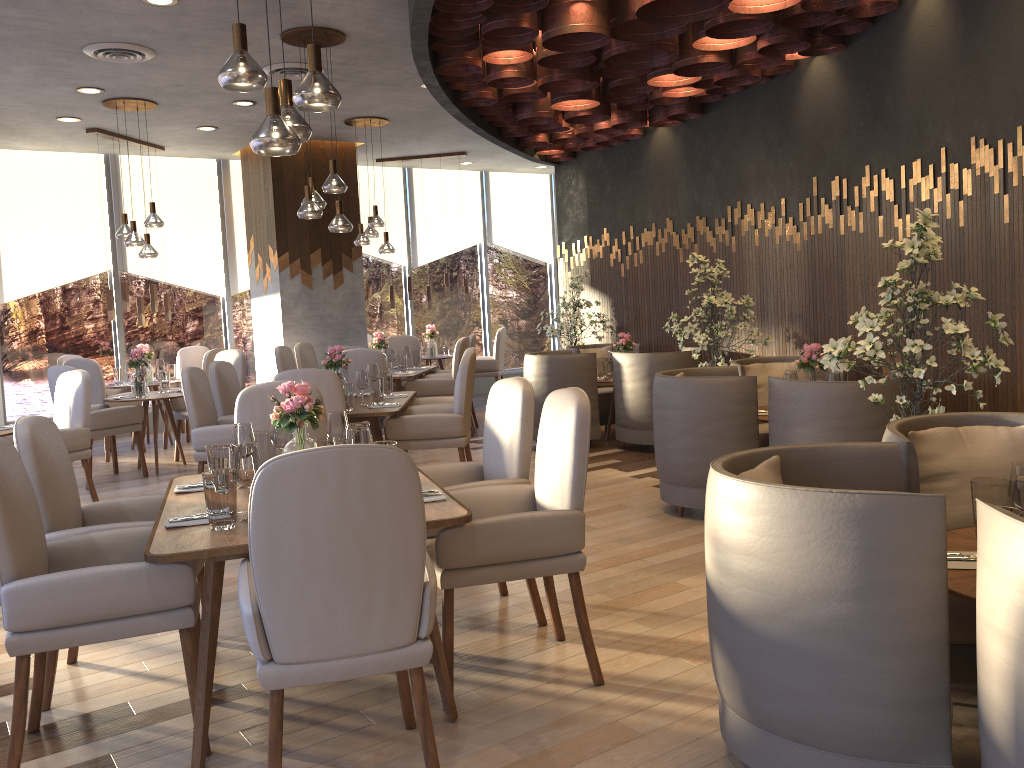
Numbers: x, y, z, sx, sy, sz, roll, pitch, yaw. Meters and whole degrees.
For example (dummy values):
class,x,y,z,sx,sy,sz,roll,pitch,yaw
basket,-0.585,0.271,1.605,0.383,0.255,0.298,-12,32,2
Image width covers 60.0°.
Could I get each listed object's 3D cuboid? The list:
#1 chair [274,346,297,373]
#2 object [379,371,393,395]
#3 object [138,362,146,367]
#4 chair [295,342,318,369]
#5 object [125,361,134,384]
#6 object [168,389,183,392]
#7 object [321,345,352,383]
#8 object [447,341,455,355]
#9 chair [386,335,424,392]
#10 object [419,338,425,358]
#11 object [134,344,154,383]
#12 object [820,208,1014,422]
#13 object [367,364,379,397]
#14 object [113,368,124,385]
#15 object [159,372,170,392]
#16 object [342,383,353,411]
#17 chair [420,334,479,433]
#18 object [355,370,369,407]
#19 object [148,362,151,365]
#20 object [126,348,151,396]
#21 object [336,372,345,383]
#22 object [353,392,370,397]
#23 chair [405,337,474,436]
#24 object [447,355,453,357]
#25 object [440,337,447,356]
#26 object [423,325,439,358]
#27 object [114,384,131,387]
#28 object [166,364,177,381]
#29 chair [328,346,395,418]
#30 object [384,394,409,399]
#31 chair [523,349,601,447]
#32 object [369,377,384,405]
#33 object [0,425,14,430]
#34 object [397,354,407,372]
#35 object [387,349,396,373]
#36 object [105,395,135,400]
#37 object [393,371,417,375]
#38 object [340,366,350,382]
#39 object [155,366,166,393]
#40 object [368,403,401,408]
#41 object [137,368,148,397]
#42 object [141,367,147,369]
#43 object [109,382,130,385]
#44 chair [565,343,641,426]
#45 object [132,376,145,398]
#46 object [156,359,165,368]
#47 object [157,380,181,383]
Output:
class,x,y,z,sx,sy,sz,roll,pitch,yaw
chair,-2.011,0.103,8.833,0.599,0.998,0.529,-3,4,4
object,-0.940,-0.004,6.634,0.102,0.178,0.102,-6,5,-34
object,-3.826,-0.118,9.147,0.092,0.244,0.092,-1,4,30
chair,-1.943,0.047,9.393,0.599,0.998,0.529,-2,4,9
object,-3.994,-0.120,9.263,0.092,0.244,0.092,-1,4,33
object,-2.990,0.057,8.018,0.157,0.019,0.255,0,6,31
object,-1.230,-0.064,6.207,0.210,0.415,0.198,-2,4,13
object,-0.784,-0.459,11.430,0.102,0.178,0.102,0,5,40
chair,-1.243,-0.033,9.853,0.528,0.998,0.601,-3,4,4
object,-1.149,-0.462,11.310,0.092,0.244,0.092,-4,4,-12
object,-3.859,-0.218,9.317,0.210,0.415,0.198,-5,4,-22
object,1.745,0.065,3.828,0.746,1.613,0.790,-1,5,32
object,-1.029,-0.026,6.567,0.092,0.244,0.092,0,5,42
object,-4.088,-0.078,9.212,0.102,0.178,0.102,-3,4,4
object,-3.156,-0.018,8.053,0.102,0.178,0.102,-7,5,-42
object,-1.078,0.085,5.758,0.102,0.178,0.102,-2,4,7
chair,-0.649,-0.007,9.240,0.599,0.998,0.529,-3,4,2
object,-1.012,0.027,5.994,0.092,0.244,0.092,-6,5,-42
object,-3.889,-0.144,9.454,0.092,0.244,0.092,-5,4,-26
object,-3.306,-0.108,7.838,0.210,0.415,0.198,-2,4,13
object,-1.143,0.048,5.845,0.092,0.244,0.092,-4,4,-19
object,-1.159,0.079,6.719,0.157,0.019,0.255,-3,5,-3
chair,-0.696,0.049,8.674,0.599,0.998,0.529,-2,4,9
object,-0.741,-0.367,11.273,0.255,0.019,0.158,-3,5,4
object,-0.877,-0.482,11.369,0.092,0.244,0.092,-7,5,-43
object,-1.016,-0.545,11.213,0.210,0.415,0.198,0,5,33
object,-3.936,0.011,9.036,0.157,0.019,0.256,-2,5,10
object,-3.597,-0.119,9.376,0.102,0.178,0.102,-5,5,-31
chair,-1.403,0.129,8.210,0.528,0.998,0.601,-2,4,9
object,-0.886,0.088,6.480,0.255,0.019,0.158,-3,5,0
chair,0.412,0.132,8.022,0.595,0.836,0.775,-4,4,-14
object,-0.923,0.049,6.061,0.102,0.178,0.102,-2,4,16
object,-3.358,0.288,5.766,0.157,0.019,0.255,2,7,40
object,-1.093,-0.203,8.839,0.102,0.178,0.102,-7,6,-44
object,-1.192,-0.226,8.787,0.092,0.244,0.092,-6,5,-38
object,-3.346,0.112,7.626,0.157,0.019,0.255,0,6,30
object,-1.066,-0.110,8.679,0.255,0.019,0.158,-2,5,10
object,-1.249,-0.015,6.570,0.092,0.244,0.092,-2,4,22
object,-3.147,-0.041,7.943,0.092,0.244,0.092,-2,4,11
object,-0.868,0.140,5.908,0.255,0.019,0.158,-3,5,0
object,-3.203,-0.014,7.691,0.092,0.244,0.092,-6,5,-40
object,-3.775,-0.079,9.052,0.102,0.178,0.102,0,5,36
object,-4.111,-0.012,9.381,0.255,0.019,0.158,-2,5,8
chair,0.856,0.032,8.836,0.775,0.836,0.596,-5,5,-24
object,-3.188,0.028,7.585,0.102,0.178,0.102,0,5,36
object,-3.698,-0.142,9.329,0.092,0.244,0.092,-2,4,15
object,-3.578,-0.025,9.216,0.255,0.019,0.158,-2,5,12
